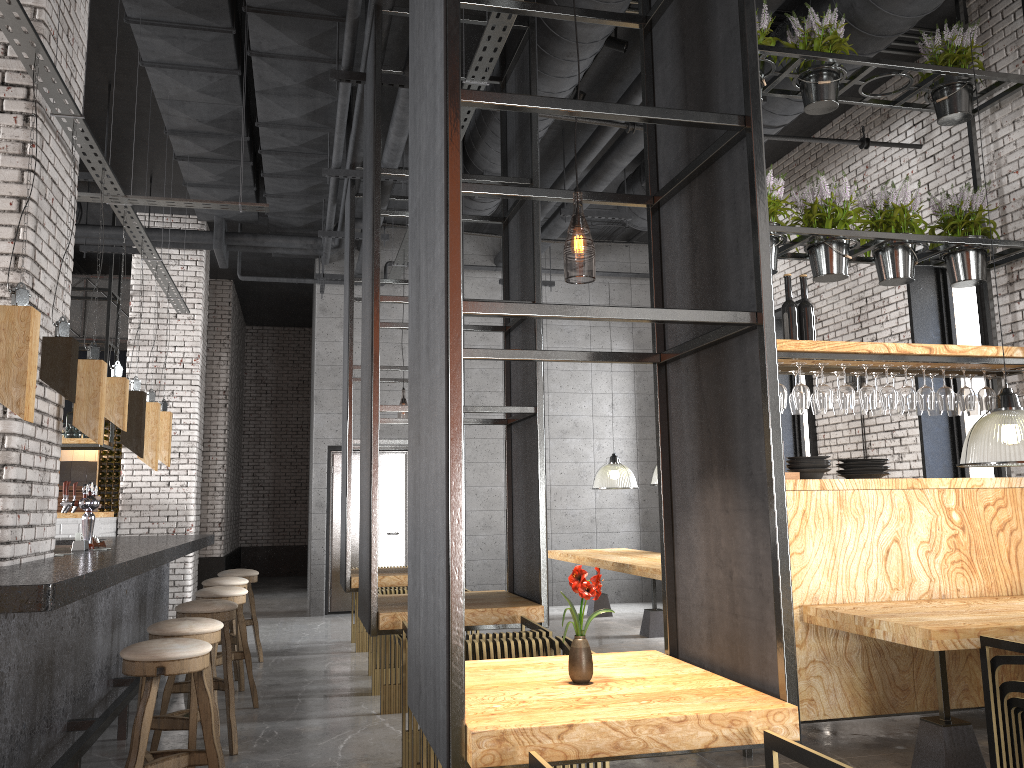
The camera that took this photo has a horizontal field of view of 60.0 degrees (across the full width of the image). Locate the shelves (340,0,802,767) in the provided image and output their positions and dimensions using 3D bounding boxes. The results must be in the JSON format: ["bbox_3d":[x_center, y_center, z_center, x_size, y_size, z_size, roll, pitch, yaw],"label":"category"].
[{"bbox_3d":[-0.406,-0.754,5.572,1.003,4.380,6.129,1,-8,-13],"label":"shelves"}]

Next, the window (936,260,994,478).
[{"bbox_3d":[3.673,0.225,6.993,0.365,2.707,0.746,1,-9,-13],"label":"window"}]

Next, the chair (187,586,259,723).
[{"bbox_3d":[-1.879,1.748,5.855,0.438,0.808,0.479,3,-9,-24],"label":"chair"}]

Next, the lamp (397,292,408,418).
[{"bbox_3d":[-0.985,-0.438,8.068,0.108,1.604,0.108,-4,-9,18],"label":"lamp"}]

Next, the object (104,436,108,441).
[{"bbox_3d":[-6.032,0.811,13.136,0.079,0.079,0.283,1,-8,-13],"label":"object"}]

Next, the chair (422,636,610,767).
[{"bbox_3d":[-0.009,1.453,3.585,0.657,0.732,0.636,1,-9,-11],"label":"chair"}]

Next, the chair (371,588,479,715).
[{"bbox_3d":[-0.605,1.806,6.100,0.657,0.732,0.636,1,-9,-14],"label":"chair"}]

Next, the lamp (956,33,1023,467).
[{"bbox_3d":[2.577,-0.773,4.768,0.536,2.413,0.535,-5,-10,22],"label":"lamp"}]

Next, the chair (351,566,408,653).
[{"bbox_3d":[-1.194,2.149,8.539,0.657,0.732,0.636,1,-9,-14],"label":"chair"}]

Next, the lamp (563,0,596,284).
[{"bbox_3d":[0.215,-1.138,3.091,0.108,1.604,0.108,7,-12,-41],"label":"lamp"}]

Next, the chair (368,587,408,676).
[{"bbox_3d":[-0.758,1.907,6.819,0.657,0.732,0.636,1,-9,-13],"label":"chair"}]

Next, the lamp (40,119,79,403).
[{"bbox_3d":[-2.108,-0.608,4.195,0.127,1.399,0.127,1,-9,-13],"label":"lamp"}]

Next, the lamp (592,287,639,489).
[{"bbox_3d":[1.151,-0.006,10.210,0.536,2.413,0.535,-6,-10,28],"label":"lamp"}]

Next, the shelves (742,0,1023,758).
[{"bbox_3d":[2.227,-0.484,5.564,2.332,5.034,0.688,1,-9,-13],"label":"shelves"}]

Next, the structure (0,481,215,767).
[{"bbox_3d":[-4.250,1.347,5.108,4.310,1.538,5.859,1,-8,-13],"label":"structure"}]

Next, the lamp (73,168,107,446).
[{"bbox_3d":[-2.257,-0.445,4.808,0.127,1.551,0.127,1,-9,-13],"label":"lamp"}]

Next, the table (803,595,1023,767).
[{"bbox_3d":[2.702,1.509,4.435,2.116,0.766,0.997,1,-8,-13],"label":"table"}]

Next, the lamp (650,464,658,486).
[{"bbox_3d":[1.551,-0.239,8.553,0.536,2.413,0.535,-5,-10,22],"label":"lamp"}]

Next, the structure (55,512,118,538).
[{"bbox_3d":[-7.437,2.102,9.513,5.799,1.350,1.506,1,-8,-13],"label":"structure"}]

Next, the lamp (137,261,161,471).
[{"bbox_3d":[-2.709,-0.151,6.678,0.127,1.612,0.127,1,-9,-13],"label":"lamp"}]

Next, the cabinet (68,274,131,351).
[{"bbox_3d":[-7.996,-0.656,12.270,5.863,1.774,0.680,1,-9,-13],"label":"cabinet"}]

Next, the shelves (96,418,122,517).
[{"bbox_3d":[-5.664,1.595,13.146,0.889,2.155,0.250,1,-9,-13],"label":"shelves"}]

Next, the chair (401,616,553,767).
[{"bbox_3d":[-0.188,1.557,4.328,0.657,0.732,0.636,1,-9,-11],"label":"chair"}]

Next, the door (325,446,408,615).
[{"bbox_3d":[-1.827,1.845,11.322,1.120,2.109,0.158,1,-9,-13],"label":"door"}]

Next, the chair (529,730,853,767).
[{"bbox_3d":[0.439,1.209,1.855,0.657,0.732,0.636,1,-9,-15],"label":"chair"}]

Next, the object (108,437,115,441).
[{"bbox_3d":[-5.936,0.810,13.139,0.079,0.079,0.283,1,-8,-13],"label":"object"}]

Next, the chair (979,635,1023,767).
[{"bbox_3d":[2.404,1.408,3.539,0.657,0.732,0.636,1,-9,-13],"label":"chair"}]

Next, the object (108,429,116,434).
[{"bbox_3d":[-5.932,0.703,13.133,0.079,0.079,0.283,1,-8,-13],"label":"object"}]

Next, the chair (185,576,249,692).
[{"bbox_3d":[-2.224,1.867,6.687,0.439,0.808,0.479,1,-9,-15],"label":"chair"}]

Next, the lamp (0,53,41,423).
[{"bbox_3d":[-1.956,-0.621,3.558,0.127,1.551,0.127,1,-9,-13],"label":"lamp"}]

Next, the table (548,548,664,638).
[{"bbox_3d":[1.396,2.140,8.896,1.000,0.765,4.123,1,-8,-13],"label":"table"}]

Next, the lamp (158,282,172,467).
[{"bbox_3d":[-2.860,-0.093,7.307,0.127,1.551,0.127,1,-9,-13],"label":"lamp"}]

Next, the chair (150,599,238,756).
[{"bbox_3d":[-1.697,1.620,4.940,0.438,0.808,0.479,-7,-11,35],"label":"chair"}]

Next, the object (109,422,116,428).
[{"bbox_3d":[-5.943,0.604,13.187,0.079,0.079,0.283,1,-8,-13],"label":"object"}]

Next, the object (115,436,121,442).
[{"bbox_3d":[-5.848,0.814,13.175,0.079,0.079,0.283,1,-8,-13],"label":"object"}]

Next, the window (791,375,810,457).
[{"bbox_3d":[3.117,0.550,9.299,0.365,2.707,0.746,1,-9,-13],"label":"window"}]

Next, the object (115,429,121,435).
[{"bbox_3d":[-5.841,0.705,13.159,0.079,0.079,0.283,1,-8,-13],"label":"object"}]

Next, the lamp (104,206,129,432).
[{"bbox_3d":[-2.409,-0.420,5.443,0.127,1.424,0.127,1,-9,-13],"label":"lamp"}]

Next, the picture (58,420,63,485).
[{"bbox_3d":[-7.202,0.930,13.108,0.980,1.146,0.020,1,-9,-13],"label":"picture"}]

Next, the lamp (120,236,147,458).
[{"bbox_3d":[-2.559,-0.269,6.058,0.127,1.551,0.127,1,-9,-13],"label":"lamp"}]

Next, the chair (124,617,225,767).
[{"bbox_3d":[-1.525,1.499,4.075,0.480,0.808,0.437,3,-10,-24],"label":"chair"}]

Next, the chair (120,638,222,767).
[{"bbox_3d":[-1.378,1.417,3.492,0.480,0.808,0.438,6,-11,-39],"label":"chair"}]

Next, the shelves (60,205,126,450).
[{"bbox_3d":[-7.544,-0.804,10.029,5.676,3.076,0.596,1,-9,-13],"label":"shelves"}]

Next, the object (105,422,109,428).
[{"bbox_3d":[-6.027,0.598,13.131,0.079,0.079,0.283,1,-8,-13],"label":"object"}]

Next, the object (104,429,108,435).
[{"bbox_3d":[-6.033,0.707,13.148,0.079,0.079,0.283,1,-8,-13],"label":"object"}]

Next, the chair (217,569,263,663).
[{"bbox_3d":[-2.298,1.990,7.575,0.438,0.808,0.480,8,-12,-44],"label":"chair"}]
